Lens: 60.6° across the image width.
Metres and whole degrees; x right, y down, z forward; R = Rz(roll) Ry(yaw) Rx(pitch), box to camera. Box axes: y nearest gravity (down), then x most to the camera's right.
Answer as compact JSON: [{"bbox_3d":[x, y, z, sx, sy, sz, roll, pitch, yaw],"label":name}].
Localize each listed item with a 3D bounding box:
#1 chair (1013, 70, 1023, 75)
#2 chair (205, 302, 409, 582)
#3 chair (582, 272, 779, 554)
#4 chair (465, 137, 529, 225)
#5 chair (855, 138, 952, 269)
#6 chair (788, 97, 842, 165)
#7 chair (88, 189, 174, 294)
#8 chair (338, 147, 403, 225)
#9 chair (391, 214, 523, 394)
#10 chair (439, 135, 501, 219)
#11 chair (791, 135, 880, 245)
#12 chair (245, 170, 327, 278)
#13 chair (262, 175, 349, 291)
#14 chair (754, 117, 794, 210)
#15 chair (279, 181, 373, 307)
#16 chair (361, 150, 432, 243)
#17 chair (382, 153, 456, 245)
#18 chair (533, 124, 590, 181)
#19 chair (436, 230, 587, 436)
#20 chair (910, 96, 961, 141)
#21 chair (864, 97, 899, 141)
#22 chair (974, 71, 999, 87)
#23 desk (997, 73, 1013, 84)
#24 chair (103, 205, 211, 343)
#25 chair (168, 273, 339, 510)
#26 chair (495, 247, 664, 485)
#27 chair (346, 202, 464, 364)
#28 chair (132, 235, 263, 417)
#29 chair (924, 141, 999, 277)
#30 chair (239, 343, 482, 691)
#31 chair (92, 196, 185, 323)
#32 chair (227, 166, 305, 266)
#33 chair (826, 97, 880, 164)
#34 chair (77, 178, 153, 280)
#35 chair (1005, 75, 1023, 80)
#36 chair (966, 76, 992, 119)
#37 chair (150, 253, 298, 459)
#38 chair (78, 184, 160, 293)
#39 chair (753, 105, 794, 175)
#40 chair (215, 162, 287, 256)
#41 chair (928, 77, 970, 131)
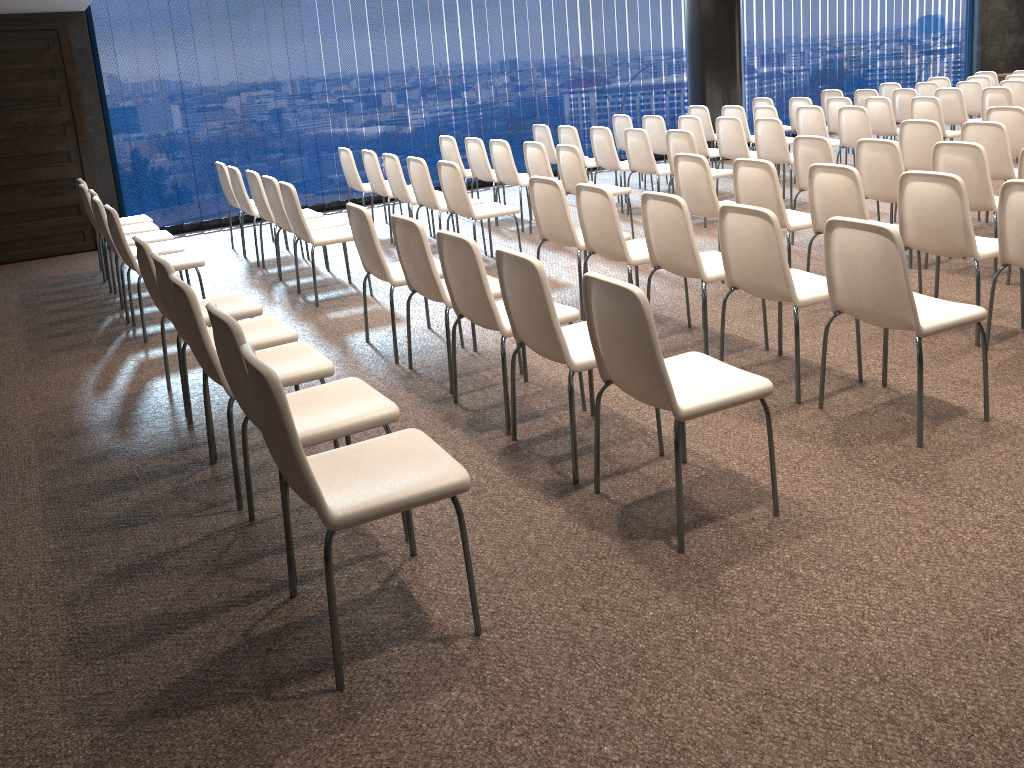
[{"bbox_3d":[8.101,-4.453,13.654,0.566,0.870,0.543,-13,17,-29],"label":"chair"},{"bbox_3d":[-0.718,0.109,3.096,0.566,0.870,0.543,-13,17,-29],"label":"chair"},{"bbox_3d":[0.575,0.010,3.087,0.564,0.870,0.544,-12,16,-25],"label":"chair"},{"bbox_3d":[-0.159,-2.167,9.192,0.566,0.870,0.543,-13,17,-29],"label":"chair"},{"bbox_3d":[2.794,-1.347,6.315,0.564,0.870,0.544,-12,16,-25],"label":"chair"},{"bbox_3d":[3.944,-3.324,11.468,0.565,0.870,0.544,-12,16,-27],"label":"chair"},{"bbox_3d":[-3.020,-1.149,7.029,0.565,0.870,0.544,-12,16,-27],"label":"chair"},{"bbox_3d":[-1.478,-2.065,9.199,0.565,0.870,0.544,-12,16,-26],"label":"chair"},{"bbox_3d":[-0.301,-0.492,4.648,0.566,0.870,0.543,-13,17,-29],"label":"chair"},{"bbox_3d":[-0.471,-2.335,9.718,0.565,0.870,0.543,-13,17,-28],"label":"chair"},{"bbox_3d":[2.520,-1.524,6.858,0.564,0.870,0.544,-12,16,-25],"label":"chair"},{"bbox_3d":[-1.949,-1.438,7.587,0.565,0.870,0.543,-13,16,-28],"label":"chair"},{"bbox_3d":[-1.655,-1.263,7.048,0.565,0.870,0.543,-13,17,-28],"label":"chair"},{"bbox_3d":[2.744,-2.243,8.773,0.565,0.870,0.544,-12,16,-26],"label":"chair"},{"bbox_3d":[-1.389,-1.099,6.541,0.565,0.870,0.544,-12,16,-26],"label":"chair"},{"bbox_3d":[-1.146,-1.900,8.677,0.565,0.870,0.544,-12,16,-26],"label":"chair"},{"bbox_3d":[-0.862,-1.724,8.135,0.564,0.870,0.544,-12,16,-25],"label":"chair"},{"bbox_3d":[0.573,-2.627,10.291,0.564,0.870,0.544,-12,16,-25],"label":"chair"},{"bbox_3d":[-0.015,-0.316,4.105,0.566,0.870,0.543,-13,17,-29],"label":"chair"},{"bbox_3d":[4.821,-2.821,9.904,0.564,0.870,0.544,-12,16,-25],"label":"chair"},{"bbox_3d":[4.510,-2.987,10.425,0.564,0.870,0.544,-12,16,-25],"label":"chair"},{"bbox_3d":[7.788,-4.621,14.180,0.565,0.870,0.543,-13,16,-28],"label":"chair"},{"bbox_3d":[9.455,-5.034,15.199,0.652,0.701,2.160,-13,21,-26],"label":"desk"},{"bbox_3d":[-2.407,-0.814,5.982,0.566,0.870,0.543,-13,17,-28],"label":"chair"},{"bbox_3d":[-1.048,-0.055,3.616,0.565,0.870,0.543,-12,16,-28],"label":"chair"},{"bbox_3d":[0.265,-0.156,3.607,0.565,0.870,0.544,-12,16,-25],"label":"chair"},{"bbox_3d":[-0.635,-0.659,5.176,0.565,0.870,0.544,-12,16,-26],"label":"chair"},{"bbox_3d":[-1.628,-0.377,4.621,0.566,0.870,0.543,-13,17,-28],"label":"chair"},{"bbox_3d":[3.113,-1.195,5.831,0.564,0.870,0.544,-12,16,-25],"label":"chair"},{"bbox_3d":[-0.443,0.279,2.573,0.564,0.870,0.544,-12,16,-25],"label":"chair"},{"bbox_3d":[-2.733,-0.978,6.500,0.564,0.870,0.544,-12,16,-25],"label":"chair"},{"bbox_3d":[-2.273,-1.600,8.101,0.565,0.870,0.544,-12,16,-27],"label":"chair"},{"bbox_3d":[4.231,-3.147,10.922,0.566,0.870,0.543,-13,17,-28],"label":"chair"},{"bbox_3d":[-3.601,-1.469,8.030,0.566,0.870,0.543,-13,17,-28],"label":"chair"},{"bbox_3d":[7.398,-4.010,12.596,0.564,0.870,0.544,-12,16,-25],"label":"chair"},{"bbox_3d":[7.116,-4.185,13.134,0.566,0.870,0.543,-13,17,-29],"label":"chair"},{"bbox_3d":[-1.316,-0.209,4.095,0.566,0.870,0.543,-13,17,-29],"label":"chair"},{"bbox_3d":[-3.334,-1.304,7.521,0.565,0.870,0.544,-12,16,-28],"label":"chair"},{"bbox_3d":[3.195,-2.888,10.437,0.564,0.870,0.544,-12,16,-25],"label":"chair"},{"bbox_3d":[-2.561,-1.772,8.633,0.565,0.870,0.544,-12,16,-27],"label":"chair"},{"bbox_3d":[6.784,-4.350,13.657,0.566,0.870,0.543,-13,17,-28],"label":"chair"}]
